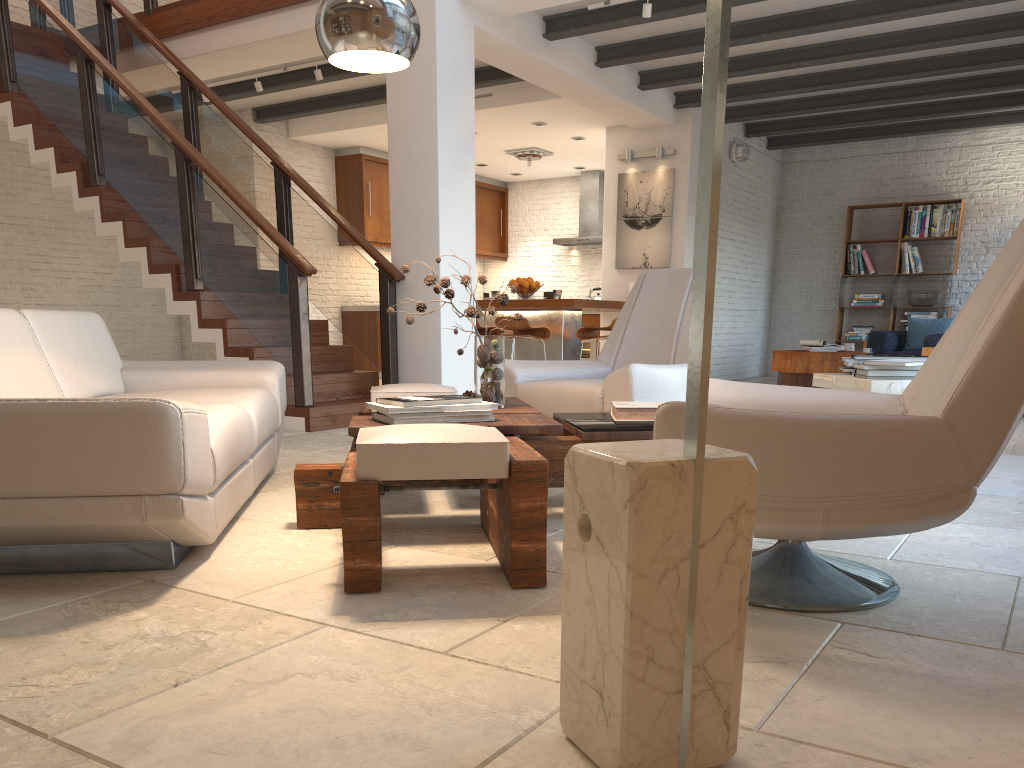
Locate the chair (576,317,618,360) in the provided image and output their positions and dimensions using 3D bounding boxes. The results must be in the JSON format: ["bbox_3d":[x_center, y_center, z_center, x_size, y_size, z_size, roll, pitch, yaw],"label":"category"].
[{"bbox_3d":[0.872,-0.225,8.123,0.418,0.801,0.394,7,14,31],"label":"chair"}]

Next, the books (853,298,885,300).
[{"bbox_3d":[4.676,-1.104,11.407,0.353,0.021,0.266,3,5,30],"label":"books"}]

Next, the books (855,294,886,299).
[{"bbox_3d":[4.682,-1.143,11.391,0.323,0.057,0.250,3,5,34],"label":"books"}]

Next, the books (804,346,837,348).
[{"bbox_3d":[3.121,-0.371,8.825,0.252,0.011,0.309,1,4,7],"label":"books"}]

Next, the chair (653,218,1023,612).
[{"bbox_3d":[0.916,0.062,2.340,0.980,1.032,0.997,3,9,16],"label":"chair"}]

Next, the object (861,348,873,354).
[{"bbox_3d":[3.788,-0.354,9.344,0.154,0.059,0.264,3,5,25],"label":"object"}]

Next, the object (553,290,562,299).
[{"bbox_3d":[0.424,-0.835,8.135,0.090,0.087,0.089,-8,12,-42],"label":"object"}]

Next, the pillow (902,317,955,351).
[{"bbox_3d":[4.956,-0.590,10.345,0.550,0.422,0.218,5,12,30],"label":"pillow"}]

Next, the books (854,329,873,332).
[{"bbox_3d":[4.648,-0.707,11.535,0.204,0.035,0.130,3,5,32],"label":"books"}]

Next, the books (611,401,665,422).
[{"bbox_3d":[0.566,0.109,3.477,0.326,0.058,0.247,0,5,2],"label":"books"}]

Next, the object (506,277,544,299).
[{"bbox_3d":[0.129,-0.912,8.394,0.366,0.229,0.352,0,7,-2],"label":"object"}]

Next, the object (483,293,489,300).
[{"bbox_3d":[-0.210,-0.858,8.618,0.113,0.085,0.092,5,10,32],"label":"object"}]

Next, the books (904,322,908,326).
[{"bbox_3d":[5.198,-0.763,11.133,0.324,0.057,0.249,2,5,27],"label":"books"}]

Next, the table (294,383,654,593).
[{"bbox_3d":[0.181,0.272,3.436,1.969,0.443,2.142,0,4,-7],"label":"table"}]

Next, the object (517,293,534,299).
[{"bbox_3d":[0.208,-1.347,13.566,0.318,0.388,0.065,6,15,31],"label":"object"}]

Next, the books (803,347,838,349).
[{"bbox_3d":[3.127,-0.361,8.834,0.252,0.011,0.309,0,4,2],"label":"books"}]

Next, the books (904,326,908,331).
[{"bbox_3d":[5.227,-0.701,11.143,0.378,0.066,0.238,2,5,19],"label":"books"}]

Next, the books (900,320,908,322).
[{"bbox_3d":[5.219,-0.801,11.125,0.440,0.021,0.266,3,5,32],"label":"books"}]

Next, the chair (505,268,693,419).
[{"bbox_3d":[0.570,-0.096,4.579,0.959,1.050,1.008,-8,12,-41],"label":"chair"}]

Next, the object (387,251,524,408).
[{"bbox_3d":[-0.219,-0.213,3.388,0.542,0.628,0.305,1,12,3],"label":"object"}]

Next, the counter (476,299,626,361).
[{"bbox_3d":[0.491,-0.372,9.094,1.671,0.949,2.445,4,7,32],"label":"counter"}]

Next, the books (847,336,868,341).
[{"bbox_3d":[4.641,-0.605,11.538,0.322,0.057,0.251,4,6,42],"label":"books"}]

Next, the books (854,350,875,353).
[{"bbox_3d":[3.900,-0.365,9.737,0.231,0.023,0.158,0,4,-10],"label":"books"}]

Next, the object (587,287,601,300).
[{"bbox_3d":[1.245,-1.251,12.573,0.260,0.284,0.257,-7,12,-36],"label":"object"}]

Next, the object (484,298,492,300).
[{"bbox_3d":[-0.206,-0.829,8.557,0.284,0.036,0.201,3,5,32],"label":"object"}]

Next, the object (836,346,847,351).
[{"bbox_3d":[3.396,-0.369,9.016,0.146,0.057,0.171,2,5,21],"label":"object"}]

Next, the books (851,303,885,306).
[{"bbox_3d":[4.662,-1.038,11.417,0.377,0.037,0.239,2,5,27],"label":"books"}]

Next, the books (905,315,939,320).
[{"bbox_3d":[5.236,-0.845,11.125,0.377,0.066,0.238,2,5,26],"label":"books"}]

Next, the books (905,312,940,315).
[{"bbox_3d":[5.230,-0.896,11.111,0.376,0.037,0.239,3,5,32],"label":"books"}]

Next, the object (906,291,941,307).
[{"bbox_3d":[5.225,-1.078,11.087,0.400,0.208,0.392,-2,6,-16],"label":"object"}]

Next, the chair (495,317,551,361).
[{"bbox_3d":[0.071,-0.219,7.995,0.400,0.801,0.411,8,14,31],"label":"chair"}]

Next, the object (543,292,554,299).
[{"bbox_3d":[0.358,-0.831,8.265,0.094,0.085,0.111,-2,8,-13],"label":"object"}]

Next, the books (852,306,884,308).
[{"bbox_3d":[4.673,-1.009,11.424,0.352,0.021,0.266,3,5,32],"label":"books"}]

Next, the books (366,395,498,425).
[{"bbox_3d":[-0.269,0.087,2.983,0.399,0.077,0.244,-2,5,-25],"label":"books"}]

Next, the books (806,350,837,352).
[{"bbox_3d":[3.135,-0.339,8.837,0.252,0.011,0.309,1,4,12],"label":"books"}]

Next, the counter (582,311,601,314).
[{"bbox_3d":[0.150,-1.000,11.850,3.491,0.072,3.265,3,5,32],"label":"counter"}]

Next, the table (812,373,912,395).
[{"bbox_3d":[1.622,0.220,3.751,0.495,0.521,0.479,-1,9,-8],"label":"table"}]

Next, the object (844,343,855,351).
[{"bbox_3d":[3.577,-0.376,9.253,0.106,0.111,0.106,-8,12,-41],"label":"object"}]

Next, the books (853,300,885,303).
[{"bbox_3d":[4.667,-1.074,11.396,0.377,0.037,0.238,2,5,26],"label":"books"}]

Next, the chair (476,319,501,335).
[{"bbox_3d":[-0.384,-0.241,8.272,0.400,0.801,0.411,8,14,31],"label":"chair"}]

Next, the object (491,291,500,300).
[{"bbox_3d":[-0.161,-0.861,8.479,0.090,0.087,0.089,5,10,29],"label":"object"}]

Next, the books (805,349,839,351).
[{"bbox_3d":[3.141,-0.351,8.849,0.252,0.011,0.309,0,4,2],"label":"books"}]

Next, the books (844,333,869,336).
[{"bbox_3d":[4.628,-0.652,11.544,0.376,0.037,0.239,3,5,32],"label":"books"}]

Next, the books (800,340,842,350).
[{"bbox_3d":[3.154,-0.389,8.893,0.271,0.112,0.314,-2,6,-25],"label":"books"}]

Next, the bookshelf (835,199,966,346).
[{"bbox_3d":[4.934,-1.151,11.211,1.304,2.276,0.355,7,15,31],"label":"bookshelf"}]

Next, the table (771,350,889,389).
[{"bbox_3d":[3.343,-0.136,9.384,1.064,0.461,1.798,5,6,38],"label":"table"}]
